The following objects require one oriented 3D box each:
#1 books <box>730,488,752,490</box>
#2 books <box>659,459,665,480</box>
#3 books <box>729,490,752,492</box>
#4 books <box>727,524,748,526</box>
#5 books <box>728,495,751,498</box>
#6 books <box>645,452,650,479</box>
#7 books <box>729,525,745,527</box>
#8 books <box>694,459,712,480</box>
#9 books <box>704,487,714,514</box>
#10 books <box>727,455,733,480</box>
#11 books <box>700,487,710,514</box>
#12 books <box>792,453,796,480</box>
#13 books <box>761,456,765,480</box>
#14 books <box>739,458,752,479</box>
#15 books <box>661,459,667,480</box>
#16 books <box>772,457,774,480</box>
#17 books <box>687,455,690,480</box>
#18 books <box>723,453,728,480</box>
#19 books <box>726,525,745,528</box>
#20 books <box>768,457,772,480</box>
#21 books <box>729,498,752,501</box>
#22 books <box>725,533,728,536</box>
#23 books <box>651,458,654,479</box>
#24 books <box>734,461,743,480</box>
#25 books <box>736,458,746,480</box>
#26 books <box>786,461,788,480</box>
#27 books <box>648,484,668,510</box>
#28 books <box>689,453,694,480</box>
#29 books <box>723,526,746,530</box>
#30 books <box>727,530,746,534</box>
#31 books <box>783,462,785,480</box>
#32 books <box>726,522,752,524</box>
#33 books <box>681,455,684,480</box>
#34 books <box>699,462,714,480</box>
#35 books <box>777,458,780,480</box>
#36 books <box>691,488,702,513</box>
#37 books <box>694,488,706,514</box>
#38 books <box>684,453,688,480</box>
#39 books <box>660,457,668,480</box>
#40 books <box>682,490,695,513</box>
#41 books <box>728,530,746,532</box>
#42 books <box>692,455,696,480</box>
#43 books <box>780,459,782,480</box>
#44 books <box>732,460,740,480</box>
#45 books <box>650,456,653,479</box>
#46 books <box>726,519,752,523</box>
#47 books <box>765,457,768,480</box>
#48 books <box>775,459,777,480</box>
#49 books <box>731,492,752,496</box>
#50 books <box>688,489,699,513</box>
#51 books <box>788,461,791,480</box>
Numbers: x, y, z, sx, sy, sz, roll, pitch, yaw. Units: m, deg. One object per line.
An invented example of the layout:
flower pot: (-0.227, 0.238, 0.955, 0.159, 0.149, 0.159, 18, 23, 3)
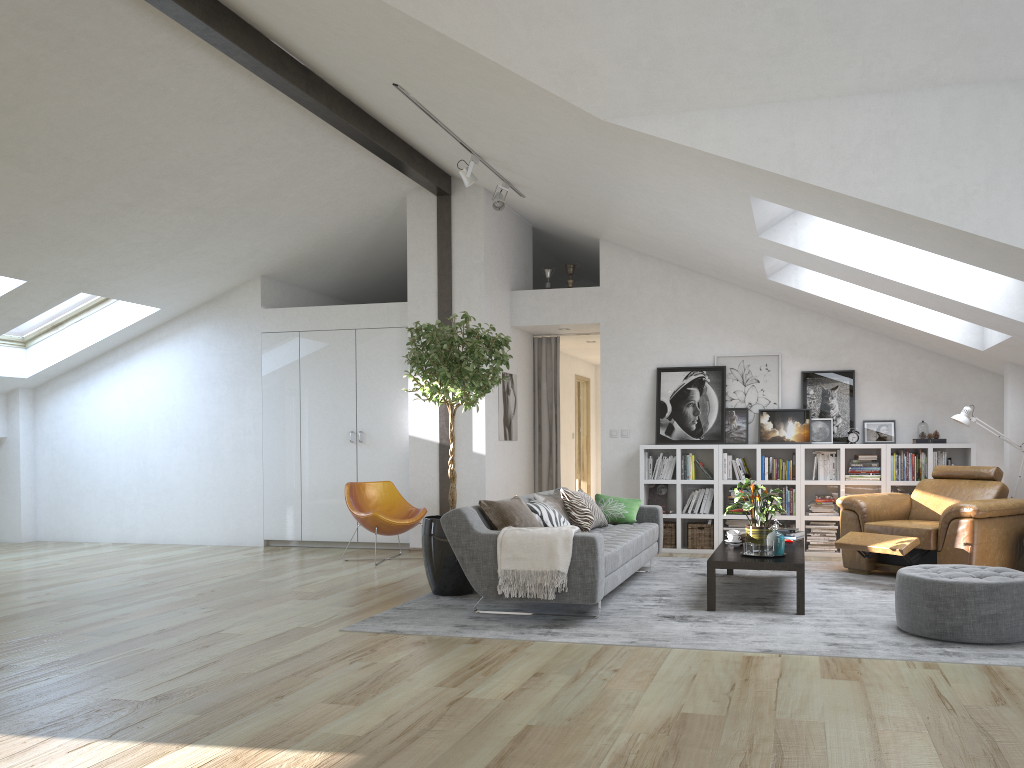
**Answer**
books: (2.230, 1.015, 8.597, 0.215, 0.019, 0.128, -1, -4, 15)
books: (1.483, 0.839, 8.747, 0.062, 0.202, 0.132, 0, 0, 17)
books: (2.225, 1.033, 8.601, 0.223, 0.020, 0.134, -1, -4, 16)
books: (2.233, 1.355, 8.595, 0.263, 0.015, 0.176, -2, -4, 28)
books: (2.230, 1.091, 8.598, 0.254, 0.025, 0.159, -1, -4, 16)
books: (1.345, 0.810, 8.812, 0.022, 0.268, 0.145, 0, 0, 18)
books: (2.216, 1.367, 8.586, 0.234, 0.011, 0.153, -1, -4, 13)
books: (1.870, 0.834, 8.650, 0.167, 0.196, 0.167, -1, -1, 16)
books: (1.942, 1.141, 8.698, 0.108, 0.255, 0.186, 0, -1, 17)
books: (2.114, 0.809, 8.596, 0.041, 0.233, 0.173, 0, -1, 18)
books: (1.901, 1.143, 8.716, 0.096, 0.251, 0.184, 0, -1, 17)
books: (2.684, 0.783, 8.438, 0.032, 0.261, 0.143, 0, 0, 18)
books: (2.411, 0.804, 8.511, 0.032, 0.232, 0.143, 0, 0, 18)
books: (2.246, 0.815, 8.538, 0.118, 0.219, 0.152, 0, -1, 17)
books: (1.504, 0.839, 8.744, 0.062, 0.201, 0.132, 0, 0, 17)
books: (2.496, 0.805, 8.489, 0.016, 0.225, 0.130, 0, 0, 18)
books: (1.734, 0.815, 8.695, 0.027, 0.242, 0.171, 0, 0, 18)
books: (2.071, 0.797, 8.596, 0.037, 0.256, 0.192, 0, -1, 18)
books: (2.208, 1.380, 8.598, 0.263, 0.011, 0.152, -1, -4, 13)
books: (2.471, 0.808, 8.494, 0.035, 0.221, 0.139, 0, 0, 18)
books: (2.234, 1.114, 8.605, 0.236, 0.023, 0.177, -1, -4, 16)
books: (2.203, 1.458, 8.593, 0.263, 0.011, 0.152, -1, -4, 13)
books: (1.393, 0.840, 8.794, 0.011, 0.206, 0.132, 0, 0, 18)
books: (2.188, 0.829, 8.547, 0.087, 0.191, 0.143, 0, -1, 17)
books: (2.209, 0.818, 8.549, 0.094, 0.213, 0.142, 0, 0, 17)
books: (2.618, 0.821, 8.445, 0.015, 0.188, 0.122, 0, 0, 18)
books: (1.465, 1.141, 8.891, 0.186, 0.275, 0.097, 0, 0, 15)
books: (1.761, 0.815, 8.699, 0.025, 0.276, 0.214, 0, -1, 18)
books: (2.204, 1.398, 8.589, 0.305, 0.023, 0.167, -1, -4, 12)
books: (2.210, 1.431, 8.593, 0.252, 0.019, 0.166, -1, -4, 13)
books: (2.589, 0.829, 8.450, 0.014, 0.172, 0.112, 0, 0, 18)
books: (2.218, 1.340, 8.597, 0.264, 0.015, 0.175, -2, -4, 23)
books: (1.683, 0.818, 8.702, 0.027, 0.236, 0.174, 0, -1, 18)
books: (1.903, 0.845, 8.638, 0.143, 0.169, 0.135, -1, -1, 16)
books: (2.547, 0.813, 8.478, 0.023, 0.207, 0.136, 0, 0, 18)
books: (1.820, 1.148, 8.729, 0.107, 0.244, 0.162, 0, 0, 17)
books: (1.851, 1.146, 8.718, 0.115, 0.247, 0.184, 0, -1, 17)
books: (1.707, 0.808, 8.694, 0.025, 0.255, 0.159, 0, 0, 18)
books: (1.498, 0.827, 8.750, 0.068, 0.225, 0.131, 0, 0, 17)
books: (1.748, 1.161, 8.746, 0.131, 0.220, 0.172, 0, -1, 17)
books: (2.213, 1.414, 8.583, 0.236, 0.012, 0.152, -1, -4, 8)
books: (1.780, 0.815, 8.685, 0.025, 0.236, 0.173, 0, -1, 18)
books: (2.566, 0.816, 8.472, 0.016, 0.200, 0.131, 0, 0, 18)
books: (2.160, 0.827, 8.556, 0.071, 0.194, 0.143, 0, -1, 17)
books: (1.383, 0.828, 8.801, 0.011, 0.231, 0.131, 0, 0, 18)
books: (2.220, 1.322, 8.593, 0.249, 0.019, 0.168, -2, -4, 28)
books: (2.440, 0.811, 8.499, 0.027, 0.216, 0.142, 0, 0, 18)
books: (2.526, 0.817, 8.476, 0.016, 0.200, 0.131, 0, 0, 18)
books: (2.242, 1.061, 8.593, 0.226, 0.039, 0.163, -1, -4, 16)
books: (1.792, 1.156, 8.740, 0.104, 0.229, 0.172, 0, -1, 17)
books: (2.635, 0.822, 8.434, 0.024, 0.183, 0.108, 0, 0, 18)
